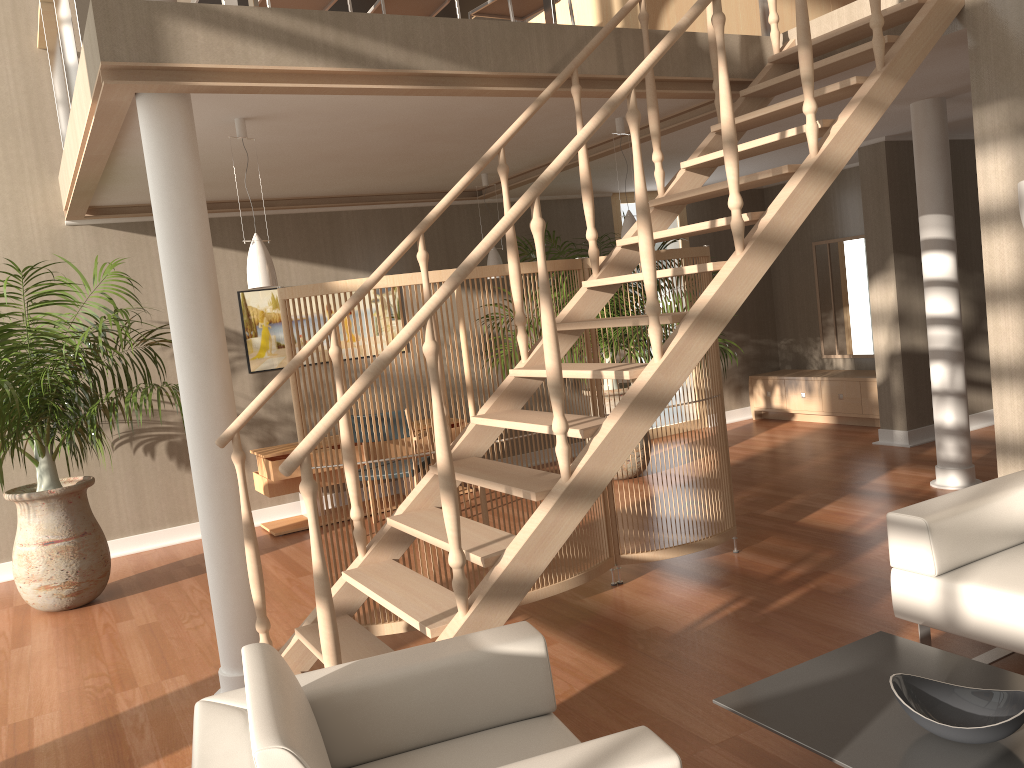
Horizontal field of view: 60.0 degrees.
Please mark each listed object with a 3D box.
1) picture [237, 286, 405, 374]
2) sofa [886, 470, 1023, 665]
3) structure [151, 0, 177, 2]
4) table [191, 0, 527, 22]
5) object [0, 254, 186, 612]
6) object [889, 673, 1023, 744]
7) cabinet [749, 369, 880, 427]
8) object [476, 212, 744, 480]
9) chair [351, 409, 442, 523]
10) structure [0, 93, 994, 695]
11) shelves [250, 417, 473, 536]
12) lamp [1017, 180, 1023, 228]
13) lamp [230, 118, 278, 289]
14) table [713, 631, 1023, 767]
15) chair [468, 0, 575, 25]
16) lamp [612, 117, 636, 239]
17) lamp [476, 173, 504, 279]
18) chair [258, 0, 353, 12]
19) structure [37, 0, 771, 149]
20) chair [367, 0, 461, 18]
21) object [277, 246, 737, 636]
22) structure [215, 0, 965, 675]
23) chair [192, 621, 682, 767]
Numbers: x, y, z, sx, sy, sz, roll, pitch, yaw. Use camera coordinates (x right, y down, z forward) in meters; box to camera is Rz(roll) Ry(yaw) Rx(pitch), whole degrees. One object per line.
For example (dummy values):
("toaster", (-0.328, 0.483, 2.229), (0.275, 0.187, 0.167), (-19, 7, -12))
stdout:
("picture", (-1.487, -0.487, 7.098), (1.317, 0.633, 0.010), (-9, 6, -28))
("sofa", (2.159, 0.612, 2.604), (0.905, 0.740, 1.781), (-9, 6, -28))
("structure", (-1.529, -2.587, 3.322), (0.200, 2.400, 0.200), (-9, 6, -28))
("table", (-0.900, -2.002, 5.373), (1.800, 0.740, 0.900), (-9, 6, -28))
("object", (-2.771, 0.396, 5.173), (2.109, 2.304, 2.157), (-10, 6, -35))
("object", (1.081, 0.787, 2.131), (0.317, 0.125, 0.223), (-3, 6, 33))
("cabinet", (3.129, 0.127, 8.447), (0.500, 0.458, 1.911), (-9, 6, -28))
("object", (0.751, -0.184, 7.070), (2.157, 2.304, 2.109), (-11, 6, -39))
("chair", (-0.846, 0.590, 6.199), (0.582, 0.856, 0.509), (-6, 5, 12))
("structure", (2.451, -0.496, 4.509), (10.775, 2.533, 8.342), (-9, 6, -28))
("shelves", (-1.102, 0.687, 6.842), (1.600, 0.590, 0.658), (-9, 6, -28))
("lamp", (2.111, -0.641, 3.552), (0.153, 0.353, 0.112), (-9, 6, -28))
("lamp", (-1.242, -0.860, 4.232), (0.139, 0.800, 0.139), (-8, 5, -14))
("table", (1.183, 0.989, 2.103), (0.700, 0.293, 1.260), (-9, 6, -28))
("chair", (0.040, -2.111, 5.018), (0.430, 0.796, 0.496), (-10, 6, -33))
("lamp", (0.680, -1.177, 5.280), (0.139, 0.800, 0.139), (-6, 5, 7))
("lamp", (-0.165, -1.213, 6.820), (0.139, 0.800, 0.139), (-3, 6, 36))
("chair", (-1.106, -1.938, 4.573), (0.430, 0.796, 0.496), (-9, 6, -28))
("structure", (-0.937, -2.080, 5.386), (3.300, 0.900, 3.475), (-9, 6, -28))
("chair", (-0.566, -2.026, 4.861), (0.430, 0.796, 0.496), (-9, 5, -23))
("object", (0.147, 0.204, 4.171), (2.229, 1.542, 0.233), (-9, 5, -23))
("structure", (0.396, -0.696, 3.518), (3.150, 3.578, 1.000), (-9, 6, -28))
("chair", (-0.216, 0.946, 1.963), (0.905, 0.740, 0.900), (-8, 5, -18))
